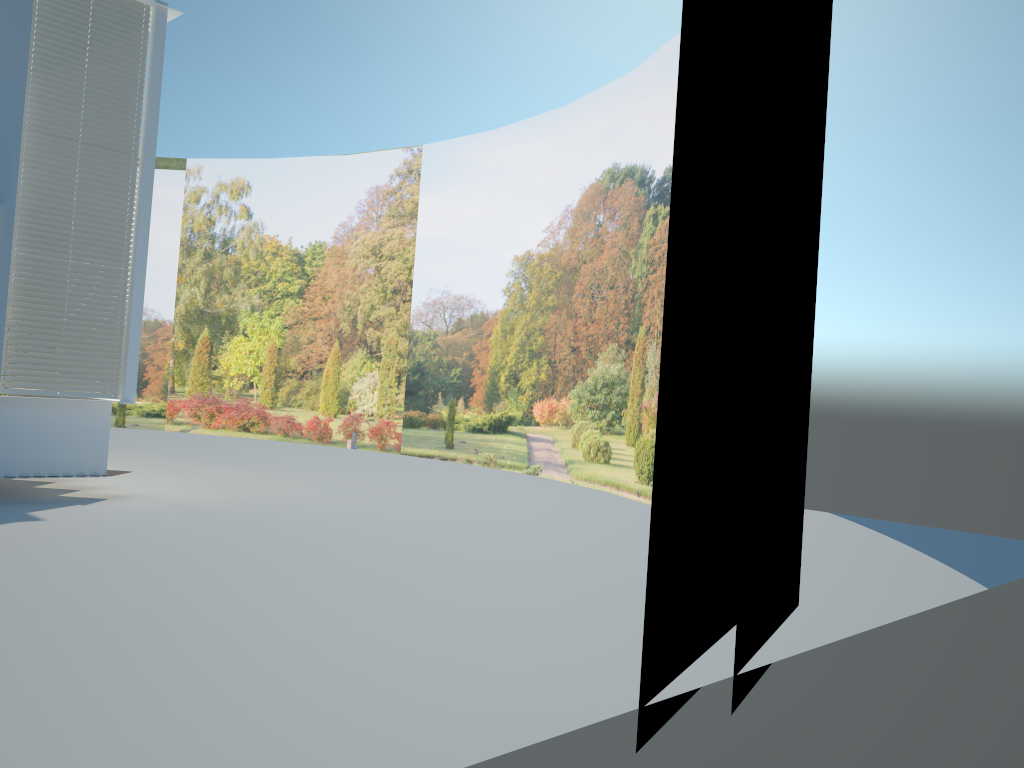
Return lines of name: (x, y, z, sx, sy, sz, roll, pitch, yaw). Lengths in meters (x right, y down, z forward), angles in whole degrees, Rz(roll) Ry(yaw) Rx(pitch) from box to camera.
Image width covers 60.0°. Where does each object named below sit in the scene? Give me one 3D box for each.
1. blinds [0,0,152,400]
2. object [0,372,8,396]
blinds: (-5.174, -2.014, 10.621, 1.219, 4.268, 3.918, 5, -2, -27)
object: (-6.744, 0.229, 10.867, 1.121, 1.199, 1.025, 3, -2, 23)
